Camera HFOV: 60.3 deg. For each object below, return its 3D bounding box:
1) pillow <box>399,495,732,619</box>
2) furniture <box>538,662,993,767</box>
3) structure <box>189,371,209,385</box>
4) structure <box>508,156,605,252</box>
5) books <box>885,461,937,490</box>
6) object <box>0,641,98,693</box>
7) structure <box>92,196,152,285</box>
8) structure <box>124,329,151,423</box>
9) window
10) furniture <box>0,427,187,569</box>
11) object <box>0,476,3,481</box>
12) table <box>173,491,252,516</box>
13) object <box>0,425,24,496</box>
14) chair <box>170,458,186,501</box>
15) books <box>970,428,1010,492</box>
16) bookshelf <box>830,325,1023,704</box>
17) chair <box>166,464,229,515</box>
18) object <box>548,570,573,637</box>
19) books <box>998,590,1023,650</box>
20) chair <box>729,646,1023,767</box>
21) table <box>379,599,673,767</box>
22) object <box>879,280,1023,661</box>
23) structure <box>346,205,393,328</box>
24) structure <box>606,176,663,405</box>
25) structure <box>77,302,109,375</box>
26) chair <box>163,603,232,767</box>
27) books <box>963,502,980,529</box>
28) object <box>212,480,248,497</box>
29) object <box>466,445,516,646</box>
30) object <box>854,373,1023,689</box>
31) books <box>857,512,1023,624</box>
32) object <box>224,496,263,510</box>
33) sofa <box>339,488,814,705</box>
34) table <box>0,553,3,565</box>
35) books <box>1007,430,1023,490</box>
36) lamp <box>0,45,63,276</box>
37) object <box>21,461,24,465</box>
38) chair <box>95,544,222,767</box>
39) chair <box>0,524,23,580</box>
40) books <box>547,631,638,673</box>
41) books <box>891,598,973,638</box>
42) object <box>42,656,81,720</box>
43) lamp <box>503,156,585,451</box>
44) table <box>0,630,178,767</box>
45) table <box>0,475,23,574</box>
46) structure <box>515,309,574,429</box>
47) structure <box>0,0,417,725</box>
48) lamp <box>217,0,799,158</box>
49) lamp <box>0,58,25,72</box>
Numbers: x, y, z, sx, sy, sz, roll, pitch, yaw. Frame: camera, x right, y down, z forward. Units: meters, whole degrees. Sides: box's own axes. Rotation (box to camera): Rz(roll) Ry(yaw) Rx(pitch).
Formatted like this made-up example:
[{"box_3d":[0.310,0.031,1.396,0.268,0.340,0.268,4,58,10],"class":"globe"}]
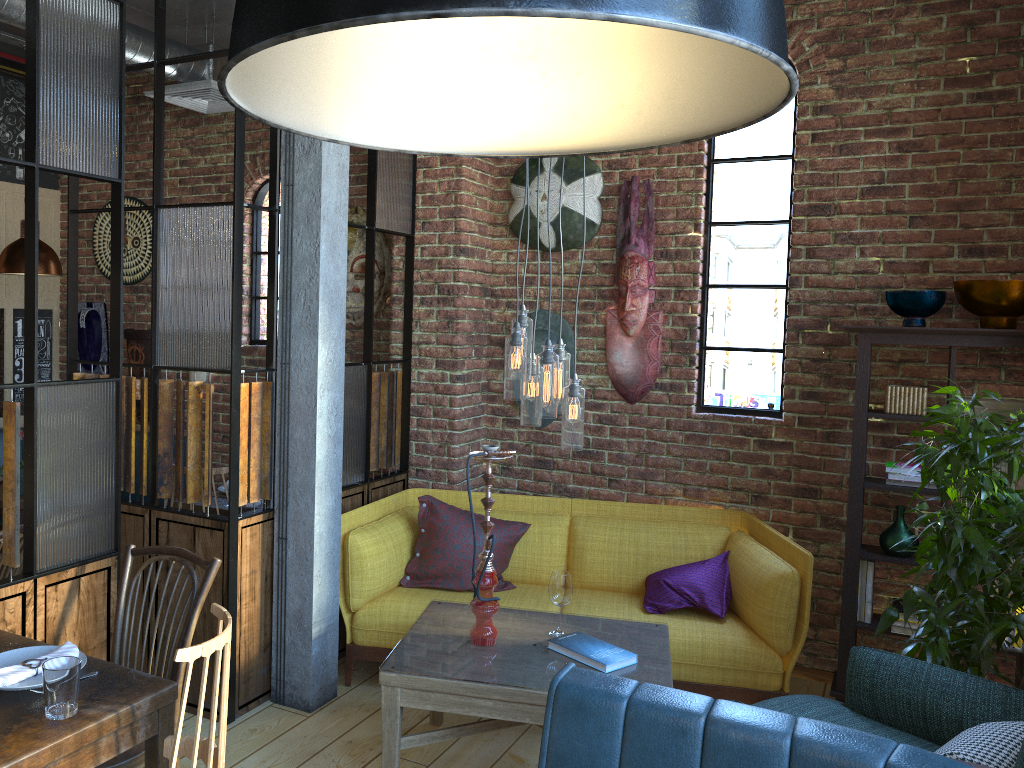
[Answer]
[{"box_3d":[0.244,0.782,4.117,1.534,0.453,0.391,3,4,16],"class":"pillow"},{"box_3d":[0.219,1.200,0.754,1.419,0.821,2.515,3,4,25],"class":"furniture"},{"box_3d":[-2.066,-0.551,5.817,0.241,1.119,0.090,3,3,27],"class":"structure"},{"box_3d":[0.219,-0.955,4.605,0.552,0.520,0.142,3,3,27],"class":"structure"},{"box_3d":[1.719,0.388,3.703,0.280,0.080,0.172,4,4,26],"class":"books"},{"box_3d":[-1.240,0.712,2.249,0.339,0.051,0.258,4,5,30],"class":"object"},{"box_3d":[-2.714,-1.001,6.158,0.687,0.618,0.076,3,3,25],"class":"structure"},{"box_3d":[-2.566,-0.052,6.088,0.271,0.654,0.154,3,3,27],"class":"structure"},{"box_3d":[0.754,-0.460,1.776,3.393,2.426,8.658,1,4,-10],"class":"window"},{"box_3d":[-3.043,0.761,5.602,1.500,0.821,1.436,3,4,26],"class":"furniture"},{"box_3d":[-3.184,0.569,5.236,0.281,0.051,0.312,4,5,29],"class":"object"},{"box_3d":[-1.184,0.938,4.495,0.780,0.726,0.722,3,4,26],"class":"table"},{"box_3d":[-2.776,0.411,4.957,0.148,0.426,0.200,2,3,3],"class":"object"},{"box_3d":[-1.616,0.815,4.681,0.515,0.914,0.411,1,3,-9],"class":"chair"},{"box_3d":[1.948,0.312,3.602,0.129,0.258,0.157,3,4,25],"class":"books"},{"box_3d":[1.790,0.601,3.673,0.849,1.666,0.305,3,3,27],"class":"bookshelf"},{"box_3d":[-1.340,0.839,3.958,0.548,1.004,0.441,2,3,13],"class":"chair"},{"box_3d":[0.177,0.805,3.239,0.087,0.228,0.094,0,3,-26],"class":"object"},{"box_3d":[2.020,0.912,3.576,0.088,0.272,0.182,3,4,25],"class":"books"},{"box_3d":[1.035,0.969,2.301,0.771,1.096,1.081,-1,4,-40],"class":"chair"},{"box_3d":[0.073,1.178,3.146,0.955,0.507,0.736,2,4,11],"class":"table"},{"box_3d":[1.804,0.458,3.646,0.630,1.759,0.316,3,3,21],"class":"object"},{"box_3d":[-0.964,-0.699,5.237,0.612,0.726,0.122,3,3,27],"class":"structure"},{"box_3d":[0.626,-0.463,4.466,0.220,1.145,0.233,1,3,-19],"class":"structure"},{"box_3d":[-3.047,-0.311,6.344,0.337,0.558,0.110,3,3,27],"class":"structure"},{"box_3d":[-0.821,1.004,1.883,0.450,1.004,0.538,2,3,-3],"class":"chair"},{"box_3d":[1.894,0.603,3.627,0.089,0.272,0.166,3,4,25],"class":"books"},{"box_3d":[-1.396,0.539,4.554,0.281,0.051,0.312,4,5,29],"class":"object"},{"box_3d":[-0.102,0.572,3.084,0.174,0.703,0.253,3,3,16],"class":"object"},{"box_3d":[1.517,0.725,2.885,0.733,1.526,0.852,2,3,4],"class":"object"},{"box_3d":[1.785,0.747,3.687,0.610,0.574,0.183,3,3,26],"class":"books"},{"box_3d":[-1.206,0.567,4.245,0.339,0.051,0.258,4,5,30],"class":"object"},{"box_3d":[0.239,0.985,4.088,2.034,0.762,0.776,2,4,12],"class":"sofa"},{"box_3d":[-2.436,1.012,3.054,0.756,0.726,0.992,3,4,25],"class":"table"},{"box_3d":[2.038,0.319,3.545,0.083,0.257,0.171,3,4,25],"class":"books"},{"box_3d":[-2.848,-1.315,5.208,0.380,1.333,0.357,3,3,18],"class":"lamp"},{"box_3d":[-2.951,0.530,5.373,0.084,0.119,0.085,1,3,-5],"class":"object"},{"box_3d":[-1.156,0.982,2.567,0.419,0.914,0.505,3,3,20],"class":"chair"},{"box_3d":[-1.950,0.927,3.048,0.532,0.914,0.398,2,3,11],"class":"chair"},{"box_3d":[0.275,0.922,3.044,0.153,0.028,0.286,-2,5,-40],"class":"books"},{"box_3d":[1.754,0.989,3.684,0.315,0.088,0.235,4,5,28],"class":"books"},{"box_3d":[-1.035,0.699,2.024,0.086,0.119,0.082,3,3,16],"class":"object"},{"box_3d":[0.035,-0.841,3.162,0.275,2.117,0.527,-1,4,-40],"class":"lamp"},{"box_3d":[-1.344,1.111,2.090,0.780,0.726,0.722,3,4,26],"class":"table"},{"box_3d":[-2.906,0.899,5.293,0.773,0.602,0.716,3,4,26],"class":"table"},{"box_3d":[0.150,-0.078,4.668,0.382,0.639,0.100,3,3,28],"class":"structure"},{"box_3d":[-3.882,-0.281,2.504,6.142,3.322,5.753,2,4,10],"class":"structure"},{"box_3d":[0.010,-0.925,0.813,0.555,1.324,0.504,5,4,43],"class":"lamp"},{"box_3d":[-3.352,-1.658,2.494,6.512,0.273,6.957,3,5,26],"class":"lamp"}]
